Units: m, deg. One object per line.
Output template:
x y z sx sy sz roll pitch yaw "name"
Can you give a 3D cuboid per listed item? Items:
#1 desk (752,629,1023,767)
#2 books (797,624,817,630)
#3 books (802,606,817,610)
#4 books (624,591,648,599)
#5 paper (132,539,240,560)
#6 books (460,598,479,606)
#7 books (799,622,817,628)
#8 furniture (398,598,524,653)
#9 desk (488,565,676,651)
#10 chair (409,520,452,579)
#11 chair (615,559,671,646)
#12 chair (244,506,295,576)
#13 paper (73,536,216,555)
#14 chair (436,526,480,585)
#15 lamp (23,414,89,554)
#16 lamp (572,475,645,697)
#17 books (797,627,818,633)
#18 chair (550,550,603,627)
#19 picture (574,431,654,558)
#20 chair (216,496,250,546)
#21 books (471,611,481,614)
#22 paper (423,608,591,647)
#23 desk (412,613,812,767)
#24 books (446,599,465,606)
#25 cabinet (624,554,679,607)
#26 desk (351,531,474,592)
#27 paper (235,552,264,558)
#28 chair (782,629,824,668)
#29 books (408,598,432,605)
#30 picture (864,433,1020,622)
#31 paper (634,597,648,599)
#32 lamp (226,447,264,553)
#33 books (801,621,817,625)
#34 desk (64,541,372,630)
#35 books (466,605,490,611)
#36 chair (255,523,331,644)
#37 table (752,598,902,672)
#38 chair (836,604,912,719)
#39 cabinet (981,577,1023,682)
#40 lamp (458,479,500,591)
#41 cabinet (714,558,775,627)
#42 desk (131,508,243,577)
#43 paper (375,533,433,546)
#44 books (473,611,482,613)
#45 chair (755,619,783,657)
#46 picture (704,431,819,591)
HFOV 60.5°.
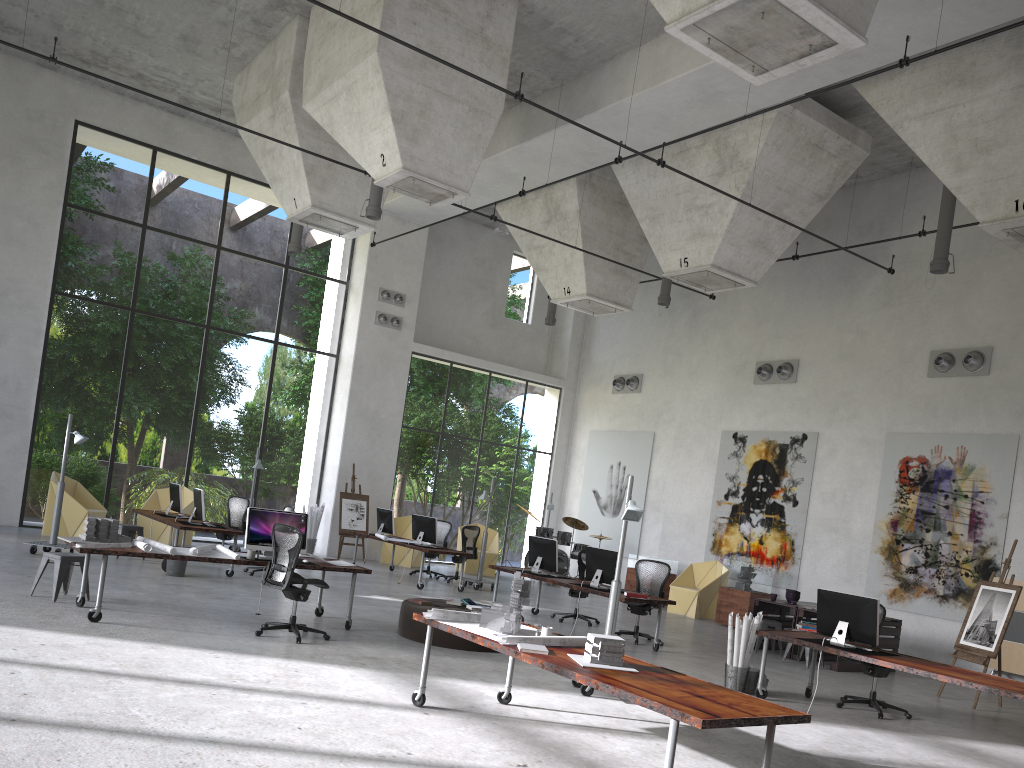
3.850 3.068 8.567 0.974 0.721 3.120 11 -8 -34 "desk"
4.249 3.487 12.598 0.285 0.033 0.199 8 -8 -4 "books"
4.471 3.318 13.019 0.303 0.030 0.226 5 -8 22 "books"
1.630 2.784 11.590 0.285 0.052 0.204 8 -7 -3 "books"
-3.513 1.769 9.462 1.088 0.105 0.972 13 -9 -35 "paper"
-0.518 2.703 10.825 0.203 0.102 0.146 3 -7 40 "books"
4.250 3.455 12.601 0.253 0.032 0.177 6 -8 16 "books"
-0.613 2.910 10.643 1.524 0.427 1.504 13 -9 -33 "furniture"
0.861 3.228 12.752 0.985 0.721 3.118 11 -8 -35 "desk"
-1.622 3.377 18.047 0.769 1.182 0.797 8 -2 4 "chair"
1.891 3.128 12.680 0.765 1.182 0.801 7 -3 24 "chair"
-3.919 2.562 14.424 0.765 1.183 0.802 6 -3 44 "chair"
-3.721 1.728 9.349 0.890 0.103 1.949 7 -8 4 "paper"
-1.061 3.401 17.656 0.788 1.183 0.778 7 -2 19 "chair"
-6.790 1.516 13.232 0.597 2.149 0.579 8 0 -2 "lamp"
1.015 1.955 8.550 0.581 2.149 0.595 8 0 -10 "lamp"
4.245 3.521 12.598 0.283 0.035 0.200 6 -8 11 "books"
1.060 3.180 13.902 0.786 1.183 0.780 6 -3 39 "chair"
2.475 2.676 21.675 0.021 3.013 2.324 8 -2 -35 "picture"
-5.049 2.561 15.554 0.766 1.182 0.800 7 -2 19 "chair"
-0.306 2.691 10.301 0.302 0.031 0.220 11 -8 -20 "books"
-0.014 1.892 6.816 0.988 0.105 1.070 14 -10 -40 "paper"
0.422 2.262 6.155 0.985 0.721 3.118 11 -8 -35 "desk"
-0.690 2.701 10.864 0.197 0.035 0.288 6 -8 11 "books"
2.932 4.167 18.595 0.751 1.011 0.731 10 -3 -35 "cabinet"
-2.018 3.391 16.845 0.985 0.721 3.118 11 -8 -35 "desk"
-2.942 1.965 10.041 0.489 0.001 0.429 11 -8 -24 "paper"
4.200 3.780 12.583 0.442 0.488 0.417 11 -4 -40 "chair"
-1.097 2.605 10.516 0.177 0.032 0.253 15 -10 -43 "books"
7.022 2.325 14.526 0.021 3.013 2.206 8 -2 -35 "picture"
1.661 2.819 11.618 0.292 0.001 0.211 10 -8 -18 "paper"
-5.218 2.331 17.586 0.585 2.149 0.591 8 -1 -35 "lamp"
4.258 3.427 12.599 0.203 0.025 0.145 6 -8 11 "books"
-3.223 2.251 9.752 3.165 0.722 0.970 13 -7 -35 "desk"
-0.388 2.707 10.596 0.287 0.033 0.198 11 -8 -22 "books"
-2.300 2.089 9.345 0.765 1.182 0.801 7 -3 29 "chair"
4.774 3.832 13.455 1.523 0.793 1.595 12 -7 -35 "table"
4.047 3.014 9.674 0.786 1.183 0.779 6 -3 44 "chair"
8.176 3.664 11.851 0.517 1.626 3.302 8 -5 -35 "cabinet"
-0.511 2.898 16.982 0.602 2.149 0.574 8 -1 -35 "lamp"
4.340 3.941 16.393 0.600 1.253 0.738 9 -2 -35 "cabinet"
-5.447 2.585 14.433 0.974 0.721 3.120 11 -8 -34 "desk"
-2.098 3.001 17.031 1.085 0.105 0.975 11 -8 -25 "paper"
-0.306 2.687 10.327 0.301 0.040 0.221 8 -7 0 "books"
3.873 3.840 13.352 0.420 0.488 0.440 8 -3 0 "chair"
4.894 2.441 17.521 0.021 3.013 2.342 8 -2 -35 "picture"
